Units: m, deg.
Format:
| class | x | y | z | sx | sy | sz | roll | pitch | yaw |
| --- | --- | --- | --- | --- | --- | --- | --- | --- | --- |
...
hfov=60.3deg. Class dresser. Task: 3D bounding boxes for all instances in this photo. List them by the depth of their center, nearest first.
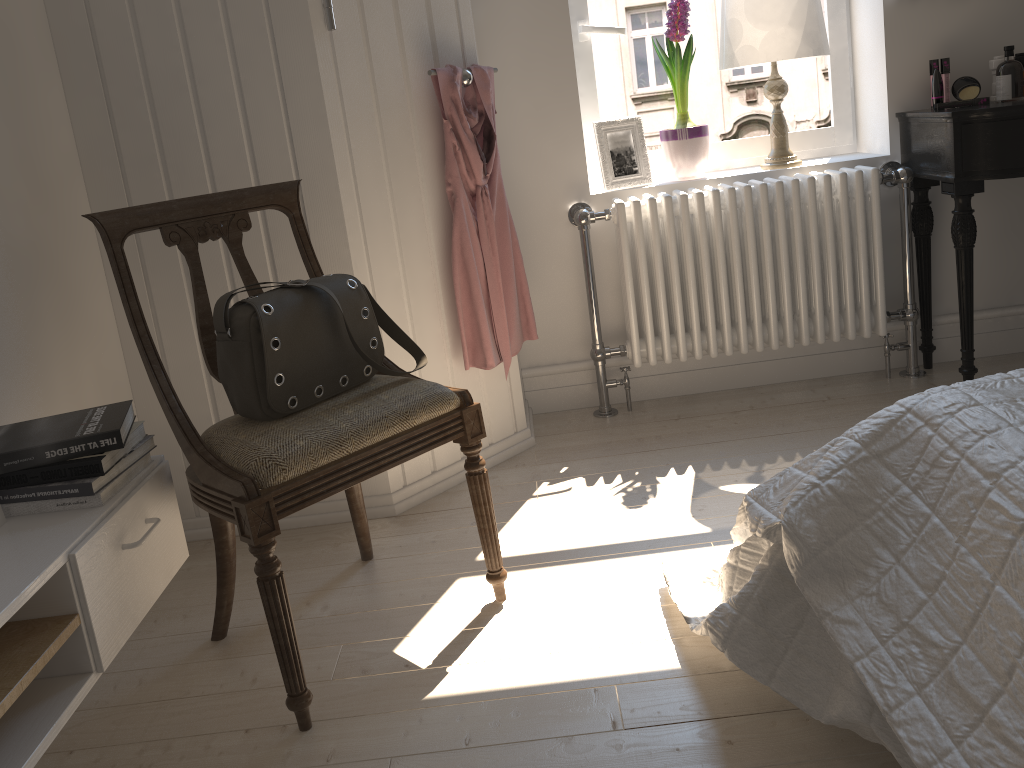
| class | x | y | z | sx | sy | sz | roll | pitch | yaw |
| --- | --- | --- | --- | --- | --- | --- | --- | --- | --- |
| dresser | -0.580 | -0.970 | 2.356 | 1.024 | 2.533 | 0.716 | -7 | 12 | 1 |

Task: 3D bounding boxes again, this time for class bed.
| class | x | y | z | sx | sy | sz | roll | pitch | yaw |
| --- | --- | --- | --- | --- | --- | --- | --- | --- | --- |
| bed | 1.343 | 0.243 | 0.794 | 2.210 | 0.619 | 1.998 | -7 | 16 | 2 |

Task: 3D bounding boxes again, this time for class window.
| class | x | y | z | sx | sy | sz | roll | pitch | yaw |
| --- | --- | --- | --- | --- | --- | --- | --- | --- | --- |
| window | 0.600 | -1.581 | 2.852 | 0.949 | 1.748 | 0.113 | -8 | 11 | 1 |

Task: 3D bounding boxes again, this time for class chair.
| class | x | y | z | sx | sy | sz | roll | pitch | yaw |
| --- | --- | --- | --- | --- | --- | --- | --- | --- | --- |
| chair | -0.420 | 0.061 | 1.751 | 0.540 | 0.873 | 0.529 | 5 | 18 | 45 |

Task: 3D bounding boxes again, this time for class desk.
| class | x | y | z | sx | sy | sz | roll | pitch | yaw |
| --- | --- | --- | --- | --- | --- | --- | --- | --- | --- |
| desk | 1.796 | -0.458 | 2.603 | 1.104 | 0.807 | 0.445 | -7 | 13 | 1 |

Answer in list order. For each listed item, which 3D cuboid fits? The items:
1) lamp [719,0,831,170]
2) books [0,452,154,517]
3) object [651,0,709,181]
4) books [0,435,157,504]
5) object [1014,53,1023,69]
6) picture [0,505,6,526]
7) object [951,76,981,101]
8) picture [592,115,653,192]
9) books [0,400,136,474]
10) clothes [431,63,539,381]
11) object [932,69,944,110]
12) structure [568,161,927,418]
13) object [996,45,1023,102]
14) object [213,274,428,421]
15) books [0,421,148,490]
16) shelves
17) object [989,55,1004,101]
| class | x | y | z | sx | sy | sz | roll | pitch | yaw |
| --- | --- | --- | --- | --- | --- | --- | --- | --- | --- |
| lamp | 0.832 | -1.014 | 2.802 | 0.338 | 0.640 | 0.349 | -5 | 13 | 13 |
| books | -0.772 | 0.170 | 1.508 | 0.242 | 0.022 | 0.196 | -7 | 17 | 3 |
| object | 0.540 | -0.947 | 2.835 | 0.157 | 0.566 | 0.159 | -11 | 12 | -13 |
| books | -0.782 | 0.147 | 1.512 | 0.258 | 0.022 | 0.217 | -6 | 17 | 6 |
| object | 1.545 | -0.935 | 2.676 | 0.058 | 0.131 | 0.058 | -17 | 15 | -37 |
| picture | -0.957 | -0.200 | 0.871 | 0.163 | 1.139 | 0.872 | -7 | 13 | 2 |
| object | 1.341 | -0.869 | 2.618 | 0.080 | 0.084 | 0.084 | 4 | 18 | 40 |
| picture | 0.357 | -0.739 | 2.830 | 0.177 | 0.221 | 0.050 | -12 | 12 | -18 |
| books | -0.790 | 0.094 | 1.503 | 0.260 | 0.032 | 0.194 | -12 | 17 | -15 |
| clothes | -0.075 | -0.438 | 2.441 | 0.092 | 0.860 | 0.336 | -1 | 14 | 30 |
| object | 1.270 | -0.881 | 2.632 | 0.031 | 0.118 | 0.055 | 2 | 16 | 39 |
| structure | 0.746 | -0.292 | 2.772 | 1.067 | 0.669 | 0.169 | -7 | 12 | 1 |
| object | 1.443 | -0.899 | 2.558 | 0.070 | 0.155 | 0.071 | -9 | 12 | -4 |
| object | -0.379 | -0.097 | 1.717 | 0.213 | 0.243 | 0.407 | 6 | 20 | 44 |
| books | -0.777 | 0.123 | 1.504 | 0.239 | 0.027 | 0.195 | -8 | 16 | 0 |
| shelves | -0.767 | 0.411 | 1.102 | 0.368 | 0.205 | 1.140 | -7 | 16 | 2 |
| object | 1.467 | -0.917 | 2.651 | 0.058 | 0.131 | 0.058 | -17 | 15 | -37 |
